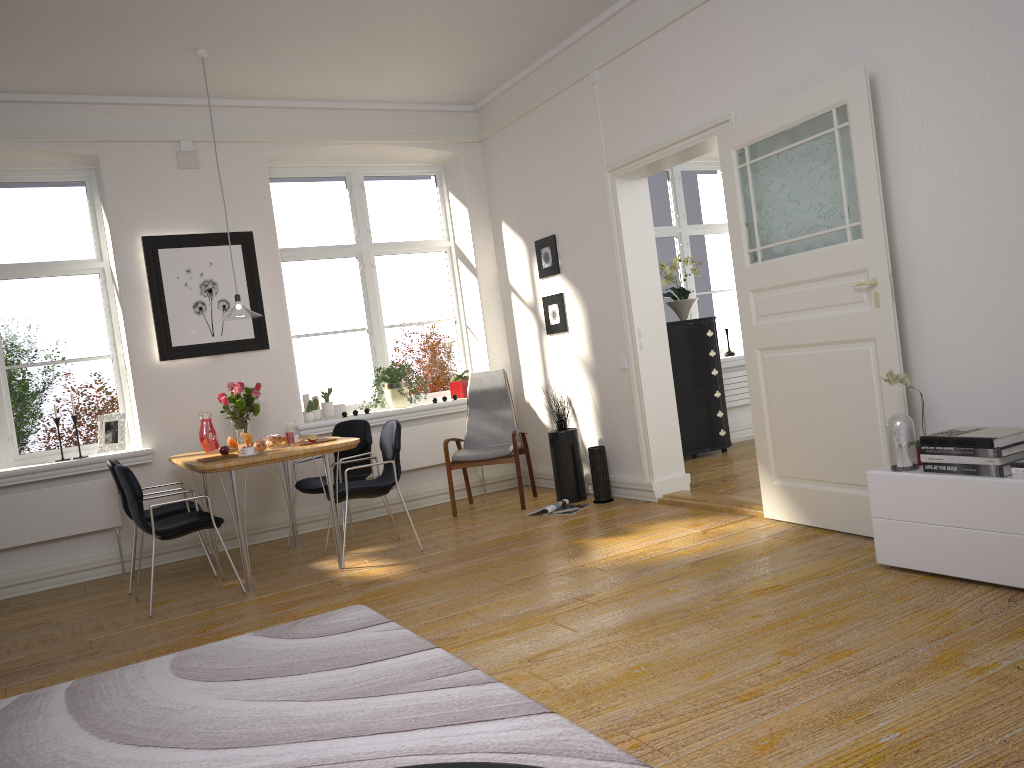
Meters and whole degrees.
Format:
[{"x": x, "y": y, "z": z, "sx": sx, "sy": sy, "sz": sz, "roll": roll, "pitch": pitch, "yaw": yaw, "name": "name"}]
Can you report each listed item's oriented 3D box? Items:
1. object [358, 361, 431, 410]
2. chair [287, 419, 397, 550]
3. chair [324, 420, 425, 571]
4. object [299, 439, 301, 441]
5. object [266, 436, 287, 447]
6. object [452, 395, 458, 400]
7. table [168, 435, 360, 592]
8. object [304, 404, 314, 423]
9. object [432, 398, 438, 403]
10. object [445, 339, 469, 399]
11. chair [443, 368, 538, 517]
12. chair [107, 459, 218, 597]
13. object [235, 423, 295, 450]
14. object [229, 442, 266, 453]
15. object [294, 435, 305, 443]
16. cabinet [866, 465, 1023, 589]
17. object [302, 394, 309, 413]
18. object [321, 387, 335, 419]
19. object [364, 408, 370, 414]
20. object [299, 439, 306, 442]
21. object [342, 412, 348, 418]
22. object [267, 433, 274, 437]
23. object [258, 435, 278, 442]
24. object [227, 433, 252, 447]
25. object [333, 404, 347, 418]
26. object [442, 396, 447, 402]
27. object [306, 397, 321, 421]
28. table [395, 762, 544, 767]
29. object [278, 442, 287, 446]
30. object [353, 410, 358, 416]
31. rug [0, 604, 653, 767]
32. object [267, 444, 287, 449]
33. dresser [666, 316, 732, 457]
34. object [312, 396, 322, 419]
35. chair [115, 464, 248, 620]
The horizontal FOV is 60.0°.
[{"x": -0.950, "y": 0.007, "z": 7.072, "sx": 0.487, "sy": 0.385, "sz": 0.549, "roll": -7, "pitch": 2, "yaw": 22, "name": "object"}, {"x": -1.211, "y": 0.675, "z": 6.092, "sx": 0.568, "sy": 0.803, "sz": 0.533, "roll": -6, "pitch": 3, "yaw": 35, "name": "chair"}, {"x": -0.905, "y": 0.654, "z": 5.466, "sx": 0.531, "sy": 0.803, "sz": 0.570, "roll": -9, "pitch": 2, "yaw": -23, "name": "chair"}, {"x": -1.334, "y": 0.355, "z": 5.605, "sx": 0.030, "sy": 0.020, "sz": 0.138, "roll": -7, "pitch": 2, "yaw": 5, "name": "object"}, {"x": -1.415, "y": 0.345, "z": 5.343, "sx": 0.123, "sy": 0.059, "sz": 0.164, "roll": -7, "pitch": 2, "yaw": 29, "name": "object"}, {"x": -0.467, "y": 0.107, "z": 7.240, "sx": 0.043, "sy": 0.048, "sz": 0.042, "roll": -9, "pitch": 2, "yaw": -22, "name": "object"}, {"x": -1.522, "y": 0.768, "z": 5.507, "sx": 0.928, "sy": 0.745, "sz": 1.474, "roll": -9, "pitch": 2, "yaw": -29, "name": "table"}, {"x": -1.543, "y": 0.223, "z": 6.723, "sx": 0.072, "sy": 0.137, "sz": 0.071, "roll": -8, "pitch": 2, "yaw": -9, "name": "object"}, {"x": -0.623, "y": 0.131, "z": 7.151, "sx": 0.043, "sy": 0.048, "sz": 0.042, "roll": -9, "pitch": 2, "yaw": -22, "name": "object"}, {"x": -0.449, "y": -0.129, "z": 7.426, "sx": 0.155, "sy": 0.501, "sz": 0.271, "roll": -6, "pitch": 3, "yaw": 42, "name": "object"}, {"x": -0.177, "y": 0.419, "z": 6.644, "sx": 0.541, "sy": 1.027, "sz": 0.588, "roll": -7, "pitch": 2, "yaw": 11, "name": "chair"}, {"x": -2.182, "y": 0.824, "z": 5.529, "sx": 0.531, "sy": 0.803, "sz": 0.571, "roll": -9, "pitch": 2, "yaw": -22, "name": "chair"}, {"x": -1.454, "y": 0.320, "z": 5.227, "sx": 0.332, "sy": 0.141, "sz": 0.048, "roll": -8, "pitch": 2, "yaw": -2, "name": "object"}, {"x": -1.648, "y": 0.394, "z": 5.607, "sx": 0.355, "sy": 0.023, "sz": 0.221, "roll": -9, "pitch": 2, "yaw": -29, "name": "object"}, {"x": -1.349, "y": 0.345, "z": 5.485, "sx": 0.128, "sy": 0.049, "sz": 0.131, "roll": -7, "pitch": 2, "yaw": 20, "name": "object"}, {"x": 2.002, "y": 0.515, "z": 3.350, "sx": 0.467, "sy": 0.400, "sz": 1.180, "roll": -9, "pitch": 2, "yaw": -28, "name": "cabinet"}, {"x": -1.605, "y": 0.185, "z": 6.948, "sx": 0.050, "sy": 0.213, "sz": 0.051, "roll": -7, "pitch": 2, "yaw": 21, "name": "object"}, {"x": -1.438, "y": 0.149, "z": 6.902, "sx": 0.096, "sy": 0.244, "sz": 0.104, "roll": -6, "pitch": 3, "yaw": 39, "name": "object"}, {"x": -1.126, "y": 0.207, "z": 6.869, "sx": 0.043, "sy": 0.048, "sz": 0.042, "roll": -9, "pitch": 2, "yaw": -22, "name": "object"}, {"x": -1.308, "y": 0.352, "z": 5.516, "sx": 0.058, "sy": 0.020, "sz": 0.039, "roll": -6, "pitch": 3, "yaw": 43, "name": "object"}, {"x": -1.282, "y": 0.231, "z": 6.779, "sx": 0.043, "sy": 0.048, "sz": 0.042, "roll": -9, "pitch": 2, "yaw": -22, "name": "object"}, {"x": -1.562, "y": 0.335, "z": 5.668, "sx": 0.028, "sy": 0.027, "sz": 0.131, "roll": -7, "pitch": 2, "yaw": 10, "name": "object"}, {"x": -1.544, "y": 0.350, "z": 5.623, "sx": 0.129, "sy": 0.038, "sz": 0.128, "roll": -8, "pitch": 2, "yaw": -4, "name": "object"}, {"x": -1.718, "y": 0.355, "z": 5.586, "sx": 0.070, "sy": 0.074, "sz": 0.196, "roll": -7, "pitch": 2, "yaw": 21, "name": "object"}, {"x": -1.368, "y": 0.210, "z": 6.993, "sx": 0.131, "sy": 0.097, "sz": 0.135, "roll": -7, "pitch": 2, "yaw": 11, "name": "object"}, {"x": -0.547, "y": 0.119, "z": 7.194, "sx": 0.043, "sy": 0.048, "sz": 0.042, "roll": -9, "pitch": 2, "yaw": -22, "name": "object"}, {"x": -1.526, "y": 0.193, "z": 6.811, "sx": 0.112, "sy": 0.185, "sz": 0.098, "roll": -8, "pitch": 2, "yaw": -6, "name": "object"}, {"x": -0.179, "y": 0.887, "z": 1.046, "sx": 0.960, "sy": 0.449, "sz": 0.927, "roll": -9, "pitch": 2, "yaw": -31, "name": "table"}, {"x": -1.377, "y": 0.362, "z": 5.308, "sx": 0.107, "sy": 0.036, "sz": 0.071, "roll": -7, "pitch": 2, "yaw": 22, "name": "object"}, {"x": -1.206, "y": 0.219, "z": 6.823, "sx": 0.043, "sy": 0.048, "sz": 0.042, "roll": -9, "pitch": 2, "yaw": -22, "name": "object"}, {"x": -0.726, "y": 1.135, "z": 2.230, "sx": 1.984, "sy": 0.008, "sz": 3.644, "roll": -9, "pitch": 2, "yaw": -29, "name": "rug"}, {"x": -1.401, "y": 0.374, "z": 5.330, "sx": 0.162, "sy": 0.016, "sz": 0.157, "roll": -9, "pitch": 2, "yaw": -25, "name": "object"}, {"x": 1.387, "y": 0.078, "z": 7.849, "sx": 0.939, "sy": 1.232, "sz": 0.611, "roll": -9, "pitch": 2, "yaw": -29, "name": "dresser"}, {"x": -1.536, "y": 0.188, "z": 6.970, "sx": 0.050, "sy": 0.188, "sz": 0.051, "roll": -7, "pitch": 2, "yaw": 21, "name": "object"}, {"x": -1.859, "y": 0.800, "z": 4.923, "sx": 0.532, "sy": 0.803, "sz": 0.569, "roll": -9, "pitch": 2, "yaw": -30, "name": "chair"}]
